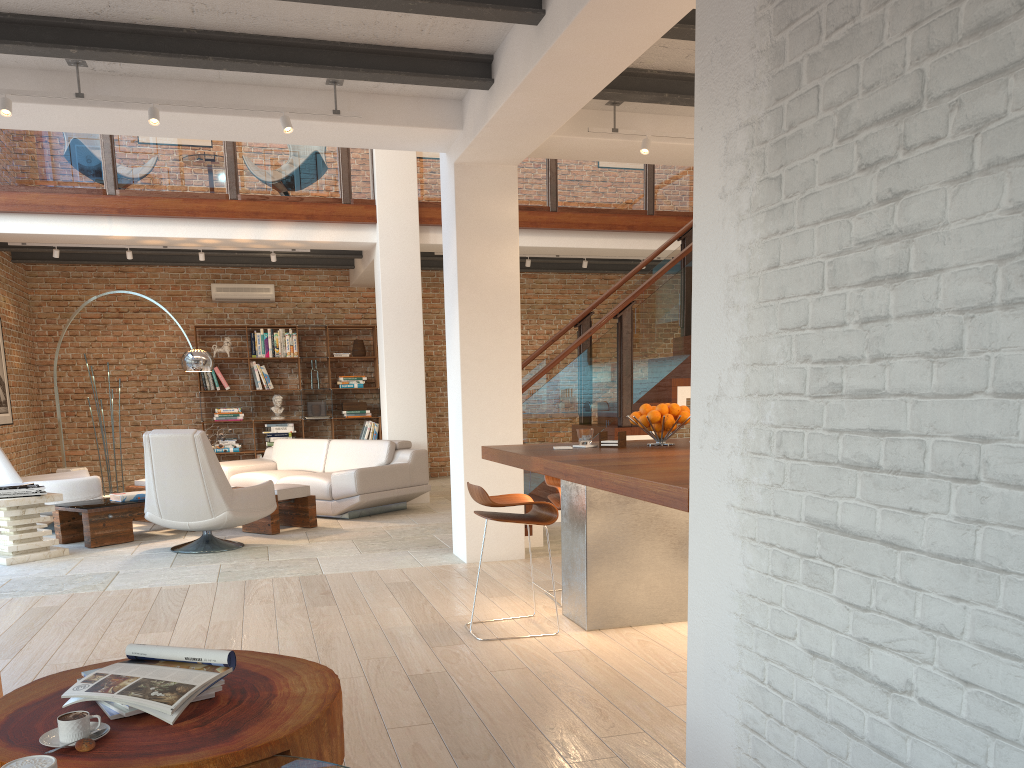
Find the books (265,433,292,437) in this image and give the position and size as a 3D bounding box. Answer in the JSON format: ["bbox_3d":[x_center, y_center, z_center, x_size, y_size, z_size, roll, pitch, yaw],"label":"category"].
[{"bbox_3d":[-3.238,0.702,12.075,0.325,0.056,0.252,-1,0,-21],"label":"books"}]

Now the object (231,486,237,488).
[{"bbox_3d":[-2.702,0.967,8.189,0.269,0.035,0.247,-1,-1,-44],"label":"object"}]

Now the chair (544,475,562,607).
[{"bbox_3d":[0.410,0.883,5.145,0.404,0.790,0.414,-3,8,-16],"label":"chair"}]

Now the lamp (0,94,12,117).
[{"bbox_3d":[-2.727,-1.504,4.693,0.060,0.123,0.084,-3,7,-14],"label":"lamp"}]

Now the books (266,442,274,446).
[{"bbox_3d":[-3.227,0.824,12.126,0.361,0.056,0.279,-1,0,-14],"label":"books"}]

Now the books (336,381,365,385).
[{"bbox_3d":[-2.274,-0.014,12.260,0.379,0.037,0.241,-1,0,-16],"label":"books"}]

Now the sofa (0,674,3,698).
[{"bbox_3d":[-1.865,0.943,1.388,2.074,0.672,3.900,-1,0,-16],"label":"sofa"}]

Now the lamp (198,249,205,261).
[{"bbox_3d":[-3.444,-1.425,9.675,0.060,0.131,0.084,-3,7,-14],"label":"lamp"}]

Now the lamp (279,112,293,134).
[{"bbox_3d":[-1.319,-1.525,5.094,0.085,0.131,0.058,5,10,43],"label":"lamp"}]

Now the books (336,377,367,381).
[{"bbox_3d":[-2.253,-0.071,12.238,0.378,0.037,0.241,-1,0,-22],"label":"books"}]

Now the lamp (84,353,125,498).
[{"bbox_3d":[-5.054,0.545,10.871,0.197,1.858,0.411,8,13,44],"label":"lamp"}]

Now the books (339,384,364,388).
[{"bbox_3d":[-2.250,0.032,12.265,0.326,0.056,0.251,-1,0,-6],"label":"books"}]

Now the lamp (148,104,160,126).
[{"bbox_3d":[-2.012,-1.512,4.896,0.060,0.131,0.084,-3,7,-14],"label":"lamp"}]

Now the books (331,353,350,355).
[{"bbox_3d":[-2.381,-0.416,12.109,0.235,0.019,0.169,-1,-1,-23],"label":"books"}]

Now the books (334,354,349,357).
[{"bbox_3d":[-2.373,-0.389,12.109,0.205,0.034,0.131,-1,0,-16],"label":"books"}]

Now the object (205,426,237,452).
[{"bbox_3d":[-2.901,0.686,8.378,0.314,0.619,0.535,6,9,45],"label":"object"}]

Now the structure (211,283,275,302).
[{"bbox_3d":[-3.632,-1.230,11.792,0.811,0.224,0.197,-1,5,-16],"label":"structure"}]

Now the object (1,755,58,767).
[{"bbox_3d":[-0.933,0.790,1.692,0.108,0.110,0.106,-1,5,0],"label":"object"}]

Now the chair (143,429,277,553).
[{"bbox_3d":[-2.538,0.856,7.056,1.027,1.036,0.953,-1,5,1],"label":"chair"}]

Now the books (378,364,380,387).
[{"bbox_3d":[-1.882,-0.114,12.347,0.055,0.336,0.250,-4,6,-16],"label":"books"}]

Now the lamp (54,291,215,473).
[{"bbox_3d":[-3.935,0.232,9.084,2.030,2.399,0.311,1,10,20],"label":"lamp"}]

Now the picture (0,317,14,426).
[{"bbox_3d":[-5.582,-0.147,9.403,0.027,1.219,0.896,-4,7,-16],"label":"picture"}]

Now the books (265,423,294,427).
[{"bbox_3d":[-3.228,0.569,12.082,0.379,0.037,0.241,-1,0,-16],"label":"books"}]

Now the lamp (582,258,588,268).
[{"bbox_3d":[0.913,-1.508,10.904,0.060,0.131,0.084,-3,7,-14],"label":"lamp"}]

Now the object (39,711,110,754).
[{"bbox_3d":[-0.995,0.786,1.983,0.146,0.057,0.173,-2,0,-27],"label":"object"}]

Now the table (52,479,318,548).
[{"bbox_3d":[-3.211,1.170,8.211,2.199,0.437,1.946,-1,0,35],"label":"table"}]

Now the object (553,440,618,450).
[{"bbox_3d":[0.392,0.316,4.566,0.395,0.035,0.195,-1,0,-12],"label":"object"}]

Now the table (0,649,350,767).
[{"bbox_3d":[-0.718,1.033,1.857,1.075,0.454,1.805,-1,0,-11],"label":"table"}]

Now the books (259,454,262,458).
[{"bbox_3d":[-3.482,1.161,12.114,0.036,0.391,0.239,-4,7,-16],"label":"books"}]

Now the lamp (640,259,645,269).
[{"bbox_3d":[1.665,-1.522,11.109,0.059,0.131,0.085,4,8,34],"label":"lamp"}]

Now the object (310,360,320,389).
[{"bbox_3d":[-2.728,-0.131,12.053,0.121,0.407,0.060,-3,10,-13],"label":"object"}]

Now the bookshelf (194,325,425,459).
[{"bbox_3d":[-2.730,0.317,12.163,3.026,2.246,0.357,-2,9,-16],"label":"bookshelf"}]

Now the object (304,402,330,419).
[{"bbox_3d":[-2.724,0.364,12.155,0.335,0.237,0.279,-2,4,-16],"label":"object"}]

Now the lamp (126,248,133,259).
[{"bbox_3d":[-4.159,-1.416,9.473,0.060,0.123,0.084,-3,7,-14],"label":"lamp"}]

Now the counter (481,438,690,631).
[{"bbox_3d":[0.993,0.781,4.066,1.682,0.935,2.464,-2,1,-16],"label":"counter"}]

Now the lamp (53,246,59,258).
[{"bbox_3d":[-4.852,-1.399,9.276,0.085,0.131,0.058,5,10,43],"label":"lamp"}]

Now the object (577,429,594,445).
[{"bbox_3d":[0.386,0.280,4.593,0.091,0.086,0.089,-1,4,-1],"label":"object"}]

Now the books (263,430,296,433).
[{"bbox_3d":[-3.226,0.663,12.084,0.443,0.021,0.268,-1,-1,-16],"label":"books"}]

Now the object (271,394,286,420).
[{"bbox_3d":[-3.236,0.317,12.029,0.196,0.357,0.189,-1,7,0],"label":"object"}]

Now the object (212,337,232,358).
[{"bbox_3d":[-3.880,-0.493,11.667,0.251,0.289,0.127,-2,8,-8],"label":"object"}]

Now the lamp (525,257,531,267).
[{"bbox_3d":[0.198,-1.494,10.702,0.060,0.131,0.084,-3,7,-14],"label":"lamp"}]

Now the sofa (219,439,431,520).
[{"bbox_3d":[-2.140,0.996,9.529,2.323,0.771,1.129,-1,2,34],"label":"sofa"}]

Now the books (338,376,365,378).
[{"bbox_3d":[-2.261,-0.099,12.251,0.355,0.021,0.269,-1,-1,-18],"label":"books"}]

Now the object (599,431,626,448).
[{"bbox_3d":[0.527,0.289,4.558,0.114,0.084,0.092,0,4,29],"label":"object"}]

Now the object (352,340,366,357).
[{"bbox_3d":[-2.136,-0.494,12.156,0.192,0.237,0.190,2,7,31],"label":"object"}]

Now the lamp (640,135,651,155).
[{"bbox_3d":[0.878,-1.567,5.718,0.059,0.131,0.085,4,8,34],"label":"lamp"}]

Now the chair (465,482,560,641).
[{"bbox_3d":[-0.023,0.885,4.471,0.421,0.791,0.396,-3,8,-16],"label":"chair"}]

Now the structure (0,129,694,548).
[{"bbox_3d":[0.419,-0.818,6.029,10.130,4.212,13.678,-2,0,-16],"label":"structure"}]

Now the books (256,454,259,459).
[{"bbox_3d":[-3.512,1.162,12.088,0.036,0.391,0.239,-4,7,-16],"label":"books"}]

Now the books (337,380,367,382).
[{"bbox_3d":[-2.256,-0.043,12.250,0.378,0.018,0.241,-1,-1,-23],"label":"books"}]

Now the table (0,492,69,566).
[{"bbox_3d":[-3.919,1.135,6.929,0.493,0.514,0.488,2,6,34],"label":"table"}]

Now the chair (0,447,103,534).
[{"bbox_3d":[-4.497,0.915,8.320,0.976,1.018,1.015,-4,5,-32],"label":"chair"}]

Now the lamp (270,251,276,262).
[{"bbox_3d":[-2.708,-1.446,9.892,0.060,0.118,0.093,-3,6,-9],"label":"lamp"}]

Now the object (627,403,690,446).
[{"bbox_3d":[0.791,0.214,4.615,0.362,0.226,0.361,1,3,39],"label":"object"}]
